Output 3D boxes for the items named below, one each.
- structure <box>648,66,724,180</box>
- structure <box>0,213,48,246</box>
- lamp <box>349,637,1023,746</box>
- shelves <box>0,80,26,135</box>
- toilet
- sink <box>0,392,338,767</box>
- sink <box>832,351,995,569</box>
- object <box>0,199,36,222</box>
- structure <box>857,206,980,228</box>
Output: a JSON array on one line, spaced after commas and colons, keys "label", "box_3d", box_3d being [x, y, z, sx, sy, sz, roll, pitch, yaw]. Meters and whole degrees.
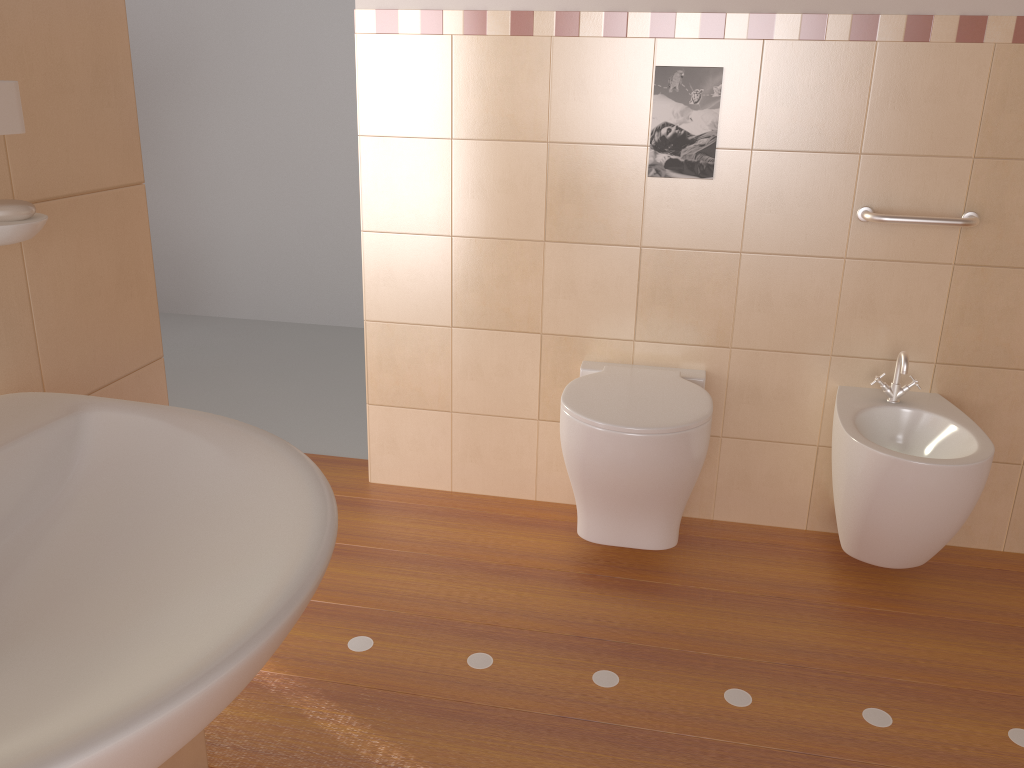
[{"label": "structure", "box_3d": [0.448, -0.675, 2.300, 0.170, 0.279, 0.005, 5, 19, 10]}, {"label": "structure", "box_3d": [-0.565, -0.168, 0.981, 0.092, 0.029, 0.117, 5, 19, 10]}, {"label": "lamp", "box_3d": [-0.396, 1.102, 0.524, 2.893, 0.001, 3.173, 5, 19, 10]}, {"label": "shelves", "box_3d": [-0.604, -0.192, 0.629, 0.138, 0.050, 0.554, 5, 19, 10]}, {"label": "toilet", "box_3d": [0.320, 0.204, 2.344, 0.375, 0.400, 0.534, 5, 19, 10]}, {"label": "sink", "box_3d": [-0.418, 0.187, 0.718, 0.539, 0.516, 0.683, 5, 19, 10]}, {"label": "sink", "box_3d": [0.973, 0.203, 2.217, 0.335, 0.517, 0.515, 5, 19, 10]}, {"label": "object", "box_3d": [-0.565, -0.189, 0.976, 0.075, 0.023, 0.050, -7, 21, -23]}, {"label": "structure", "box_3d": [1.027, -0.414, 2.227, 0.295, 0.042, 0.091, 5, 19, 10]}]
